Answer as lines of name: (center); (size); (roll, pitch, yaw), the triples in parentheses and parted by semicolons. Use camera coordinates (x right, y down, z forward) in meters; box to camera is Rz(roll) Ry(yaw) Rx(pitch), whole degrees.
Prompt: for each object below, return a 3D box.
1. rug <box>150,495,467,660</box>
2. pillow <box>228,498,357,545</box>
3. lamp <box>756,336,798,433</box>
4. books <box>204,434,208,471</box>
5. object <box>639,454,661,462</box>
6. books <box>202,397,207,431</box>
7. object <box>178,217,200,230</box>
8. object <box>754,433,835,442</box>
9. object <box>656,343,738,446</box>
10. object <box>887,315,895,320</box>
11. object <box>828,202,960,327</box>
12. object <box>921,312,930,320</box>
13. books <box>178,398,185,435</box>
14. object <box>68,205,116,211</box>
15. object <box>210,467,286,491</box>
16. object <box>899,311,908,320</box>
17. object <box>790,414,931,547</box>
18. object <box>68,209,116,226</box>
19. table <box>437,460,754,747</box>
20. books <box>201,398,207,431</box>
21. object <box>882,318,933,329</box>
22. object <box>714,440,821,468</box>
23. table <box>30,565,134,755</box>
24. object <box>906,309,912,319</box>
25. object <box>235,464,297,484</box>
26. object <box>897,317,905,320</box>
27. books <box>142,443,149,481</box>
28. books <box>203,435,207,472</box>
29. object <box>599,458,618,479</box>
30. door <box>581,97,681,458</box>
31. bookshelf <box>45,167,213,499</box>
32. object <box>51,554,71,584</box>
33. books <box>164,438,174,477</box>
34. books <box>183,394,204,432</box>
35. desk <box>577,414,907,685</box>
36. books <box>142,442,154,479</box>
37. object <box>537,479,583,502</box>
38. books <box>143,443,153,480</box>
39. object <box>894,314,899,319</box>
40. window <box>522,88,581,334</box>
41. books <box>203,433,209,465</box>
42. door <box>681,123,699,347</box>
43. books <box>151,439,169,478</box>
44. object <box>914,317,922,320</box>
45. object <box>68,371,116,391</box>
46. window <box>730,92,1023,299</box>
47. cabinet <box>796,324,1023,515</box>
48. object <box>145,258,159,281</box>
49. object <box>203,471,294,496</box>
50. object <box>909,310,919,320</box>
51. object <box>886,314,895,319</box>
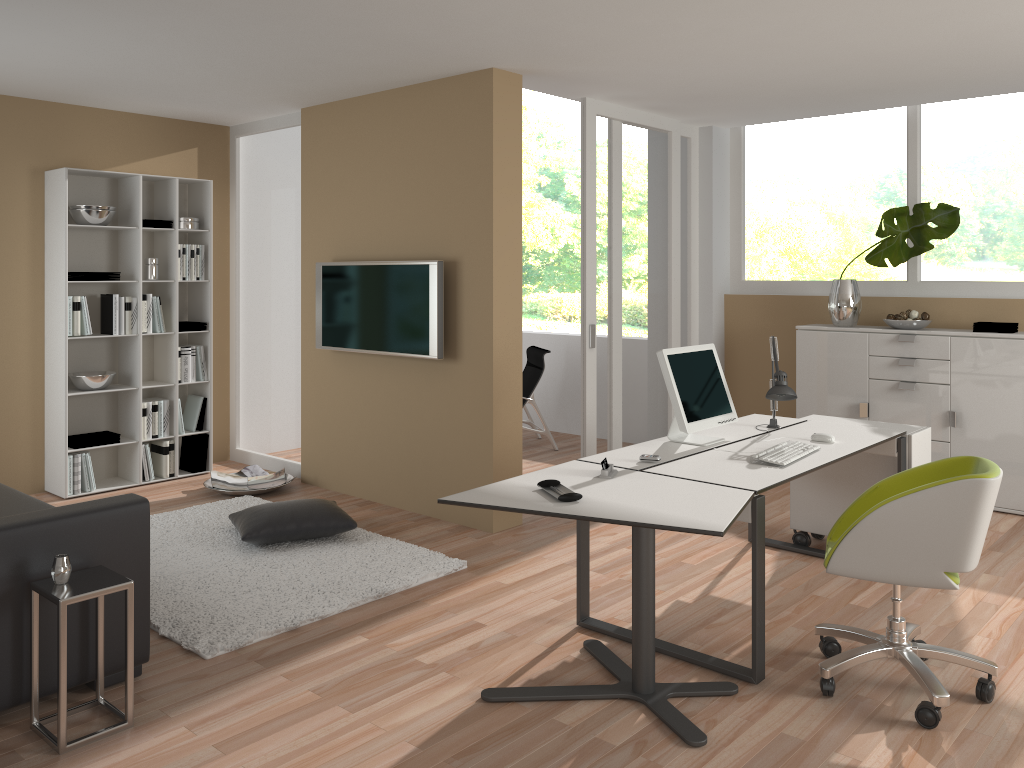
rug: (-1.423, 0.881, 4.501); (2.030, 0.045, 1.455); (6, 9, 41)
pillow: (-1.203, 0.745, 4.804); (0.609, 0.209, 0.585); (-3, 7, -23)
lamp: (1.246, 0.050, 4.197); (0.140, 0.527, 0.542); (0, 4, 7)
books: (-2.315, 0.497, 6.499); (0.211, 0.268, 0.032); (2, 2, 42)
object: (0.563, 0.302, 3.581); (0.084, 0.021, 0.047); (3, 6, 21)
books: (-2.333, 0.214, 6.525); (0.211, 0.238, 0.043); (3, 2, 42)
object: (-2.392, -1.172, 6.452); (0.191, 0.090, 0.193); (-1, 6, -6)
object: (1.290, 0.265, 4.053); (0.370, 0.079, 0.141); (3, 6, 20)
object: (0.851, 0.044, 4.044); (0.197, 0.430, 0.467); (1, 4, 42)
object: (2.557, -0.432, 5.939); (0.056, 0.061, 0.055); (0, 3, -5)
object: (2.591, -0.802, 5.978); (0.859, 0.844, 0.265); (3, 2, 39)
object: (2.725, -0.441, 5.802); (0.053, 0.068, 0.053); (-2, 3, -40)
books: (-2.440, 0.225, 6.359); (0.208, 0.259, 0.060); (2, 2, 42)
object: (-2.845, -1.147, 5.968); (0.299, 0.106, 0.301); (1, 6, 7)
object: (-1.784, 0.654, 5.965); (0.499, 0.096, 0.345); (-2, 7, -18)
object: (2.615, -0.453, 5.874); (0.053, 0.063, 0.055); (1, 3, 26)
object: (1.816, 0.547, 4.605); (0.623, 0.675, 0.309); (3, 3, 42)
object: (-2.845, -1.120, 5.968); (0.299, 0.106, 0.301); (1, 6, 7)
table: (0.361, 0.732, 3.017); (0.928, 0.686, 0.813); (4, 6, 39)
books: (-2.338, 0.212, 6.519); (0.219, 0.242, 0.043); (3, 2, 42)
object: (2.653, -0.403, 5.905); (0.314, 0.063, 0.316); (1, 7, 7)
object: (1.057, 0.300, 3.771); (0.388, 0.079, 0.458); (5, 8, 36)
table: (-1.383, 0.870, 2.831); (0.239, 0.469, 0.227); (1, 2, 42)
object: (2.689, -0.471, 5.956); (0.052, 0.070, 0.053); (-2, 3, -42)
object: (-1.762, 0.660, 6.011); (0.500, 0.096, 0.344); (6, 9, 41)
object: (2.582, -0.411, 5.842); (0.052, 0.065, 0.056); (-2, 4, -35)
books: (-2.613, 0.537, 6.162); (0.208, 0.259, 0.060); (2, 2, 42)
books: (-2.319, 0.497, 6.495); (0.211, 0.268, 0.032); (2, 2, 42)
object: (0.370, 0.318, 3.356); (0.049, 0.055, 0.131); (1, 6, 17)
door: (0.872, -0.634, 6.238); (0.060, 2.645, 1.189); (0, 1, 42)
bookshelf: (-2.667, -0.391, 6.181); (0.333, 2.139, 1.040); (0, 1, 42)
object: (-1.444, 0.594, 2.820); (0.057, 0.086, 0.058); (0, 2, 12)
books: (-2.484, 0.520, 6.304); (0.208, 0.258, 0.040); (2, 2, 42)
books: (-2.363, 0.213, 6.495); (0.208, 0.245, 0.085); (3, 2, 42)
desk: (1.096, 0.614, 3.972); (0.806, 0.684, 1.607); (4, 7, 41)
books: (-2.593, 0.532, 6.202); (0.208, 0.257, 0.058); (3, 2, 42)
object: (0.164, 0.369, 3.049); (0.089, 0.030, 0.217); (-2, 7, -18)
books: (-2.592, 0.537, 6.179); (0.208, 0.257, 0.058); (3, 2, 42)
object: (2.628, -0.446, 6.010); (0.054, 0.064, 0.057); (0, 3, 1)
window: (3.330, -2.674, 13.079); (12.079, 5.951, 2.081); (3, 2, 25)
books: (-2.311, 0.494, 6.504); (0.219, 0.274, 0.032); (2, 2, 42)
door: (1.072, -0.673, 6.547); (0.045, 2.645, 1.189); (0, 1, 42)
books: (-2.508, 0.524, 6.271); (0.208, 0.258, 0.040); (2, 2, 42)
object: (2.682, -0.408, 5.814); (0.054, 0.064, 0.057); (1, 3, 19)
object: (-2.845, -0.018, 5.968); (0.299, 0.106, 0.301); (1, 6, 7)
window: (3.122, -1.470, 5.912); (3.645, 1.793, 0.045); (5, 3, 42)
cabinet: (2.690, 0.178, 5.862); (1.527, 1.082, 0.417); (4, 3, 42)
object: (-2.546, -0.811, 6.223); (0.093, 0.161, 0.094); (-1, 2, -34)
object: (-1.777, 0.684, 5.951); (0.585, 0.063, 0.589); (2, 7, 17)
object: (2.672, -0.457, 5.850); (0.051, 0.066, 0.056); (-1, 3, -25)
object: (2.578, -0.444, 5.989); (0.056, 0.064, 0.053); (1, 3, 21)
